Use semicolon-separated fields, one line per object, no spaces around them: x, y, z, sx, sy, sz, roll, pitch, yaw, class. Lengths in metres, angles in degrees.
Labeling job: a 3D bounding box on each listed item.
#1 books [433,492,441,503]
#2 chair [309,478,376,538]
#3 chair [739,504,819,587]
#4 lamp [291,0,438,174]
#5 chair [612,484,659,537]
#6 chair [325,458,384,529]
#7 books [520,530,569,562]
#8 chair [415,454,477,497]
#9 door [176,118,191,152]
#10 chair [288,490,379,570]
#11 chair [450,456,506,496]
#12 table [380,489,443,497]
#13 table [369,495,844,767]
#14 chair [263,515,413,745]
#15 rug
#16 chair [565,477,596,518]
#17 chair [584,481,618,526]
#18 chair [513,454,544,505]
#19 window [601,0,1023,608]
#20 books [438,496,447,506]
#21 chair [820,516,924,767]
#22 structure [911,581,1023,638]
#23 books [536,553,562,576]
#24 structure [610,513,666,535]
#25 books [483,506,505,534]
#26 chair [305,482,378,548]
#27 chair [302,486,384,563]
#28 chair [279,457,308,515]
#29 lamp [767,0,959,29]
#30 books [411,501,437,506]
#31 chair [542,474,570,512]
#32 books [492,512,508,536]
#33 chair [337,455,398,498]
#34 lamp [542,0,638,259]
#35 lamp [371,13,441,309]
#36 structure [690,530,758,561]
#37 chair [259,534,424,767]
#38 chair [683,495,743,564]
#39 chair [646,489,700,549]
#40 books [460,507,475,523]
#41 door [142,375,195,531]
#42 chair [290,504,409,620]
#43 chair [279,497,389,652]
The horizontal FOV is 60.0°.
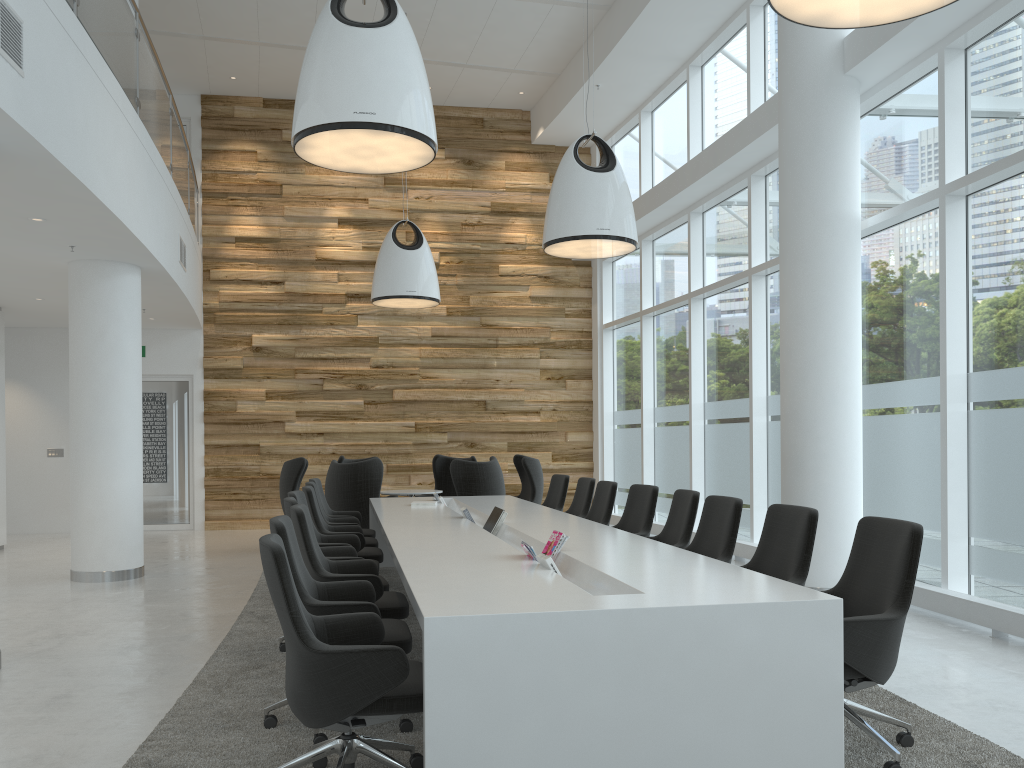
-0.704;1.204;8.844;0.153;0.241;0.183;0;-1;-10;books
-1.695;1.417;8.776;0.674;0.966;0.686;0;-1;-6;chair
1.209;1.110;4.525;0.674;0.966;0.686;0;-1;-11;chair
-0.911;-3.234;5.418;0.884;3.646;0.884;-1;0;35;lamp
0.802;1.268;6.856;0.674;0.966;0.686;0;-1;-16;chair
-1.684;1.420;10.206;0.914;1.152;0.918;-1;-1;9;chair
0.171;0.913;4.553;0.230;0.275;0.598;-1;-3;10;books
-0.888;1.559;12.396;0.914;1.152;0.918;-1;-1;9;chair
-5.831;-2.902;13.607;1.805;2.401;0.132;0;0;-8;door
-1.304;1.256;6.414;0.674;0.966;0.686;0;-1;-6;chair
-0.516;1.423;10.399;0.918;1.152;0.914;-2;-2;39;chair
-1.281;1.711;11.279;0.799;0.696;0.800;-1;-2;14;table
-0.154;1.354;6.257;1.500;0.738;6.567;0;-4;-11;table
-0.813;1.101;4.130;0.674;0.966;0.686;0;-1;-11;chair
-0.365;1.746;6.563;3.938;0.010;13.469;0;-4;-10;rug
0.475;1.372;8.372;0.674;0.966;0.686;0;-1;-11;chair
0.583;1.317;7.563;0.674;0.966;0.686;0;-1;-11;chair
-0.052;1.495;11.548;0.917;1.152;0.915;0;-1;-21;chair
-17.749;-1.123;7.516;62.935;6.138;30.850;-3;-4;29;window
-0.636;1.189;8.512;0.139;0.223;0.162;0;-1;-10;books
1.358;1.056;3.725;0.674;0.966;0.686;0;-1;-6;chair
3.227;1.564;5.807;0.150;0.213;2.693;0;-4;-9;structure
0.200;0.889;4.054;0.143;0.226;0.204;0;-2;-12;books
1.764;2.037;12.742;0.150;0.213;2.693;0;-4;-15;structure
-0.151;1.017;6.451;0.139;0.229;0.357;0;-3;-11;books
-1.547;1.362;7.976;0.674;0.966;0.686;0;-1;-11;chair
-1.385;1.308;7.173;0.674;0.966;0.686;0;-1;-11;chair
-2.427;1.483;11.073;0.917;1.152;0.915;0;-1;-21;chair
1.411;-3.387;3.407;0.884;3.646;0.884;-1;0;35;lamp
-0.812;1.106;8.203;0.224;0.026;0.264;0;-4;-1;books
0.280;1.430;9.226;0.674;0.966;0.686;0;-1;-16;chair
-0.139;1.036;6.473;0.158;0.241;0.353;0;-3;-11;books
-2.033;1.553;12.176;0.918;1.152;0.914;-2;-2;39;chair
0.705;-3.063;8.185;0.884;3.646;0.884;-1;0;33;lamp
-1.363;-2.842;11.261;0.884;3.646;0.884;-1;0;28;lamp
2.504;1.826;9.669;0.150;0.213;2.693;0;-4;-12;structure
-0.617;1.042;3.275;0.674;0.966;0.686;0;-1;-16;chair
1.047;1.165;5.328;0.674;0.966;0.686;0;-1;-11;chair
0.967;1.216;6.088;0.674;0.966;0.686;0;-1;-6;chair
-0.312;1.062;6.783;0.153;0.238;0.191;0;-1;-11;books
-5.798;1.060;13.618;1.805;2.401;0.132;0;0;-8;door
-0.920;1.155;4.938;0.674;0.966;0.686;0;-1;-11;chair
-1.139;1.204;5.646;0.674;0.966;0.686;0;-1;-16;chair
